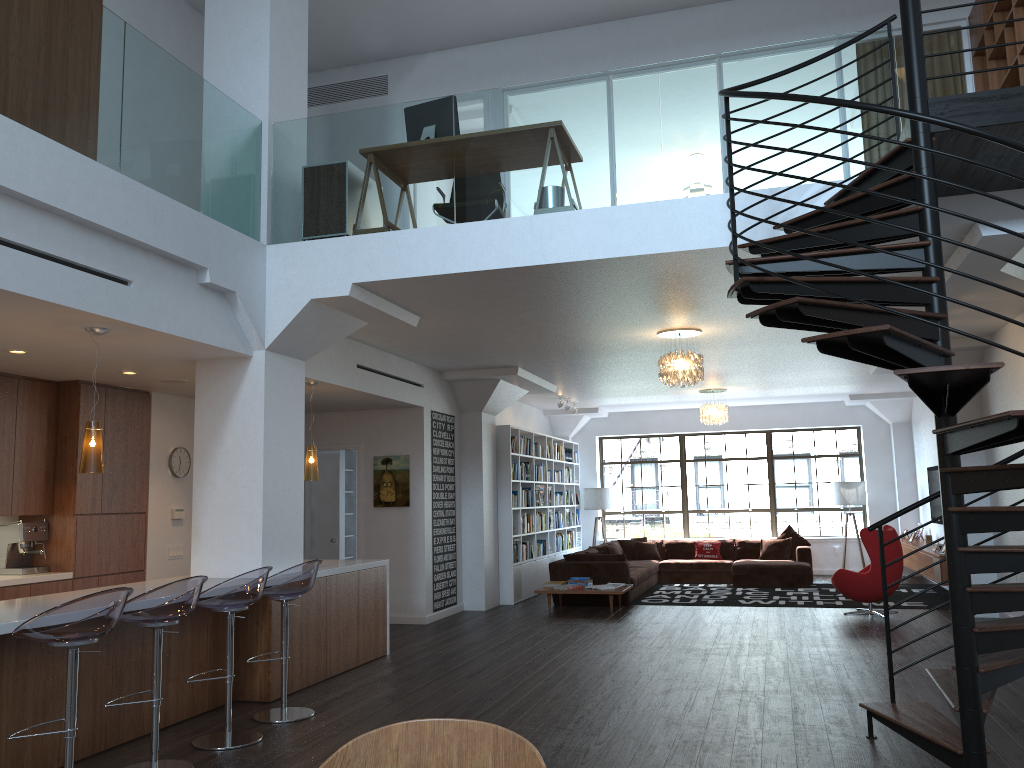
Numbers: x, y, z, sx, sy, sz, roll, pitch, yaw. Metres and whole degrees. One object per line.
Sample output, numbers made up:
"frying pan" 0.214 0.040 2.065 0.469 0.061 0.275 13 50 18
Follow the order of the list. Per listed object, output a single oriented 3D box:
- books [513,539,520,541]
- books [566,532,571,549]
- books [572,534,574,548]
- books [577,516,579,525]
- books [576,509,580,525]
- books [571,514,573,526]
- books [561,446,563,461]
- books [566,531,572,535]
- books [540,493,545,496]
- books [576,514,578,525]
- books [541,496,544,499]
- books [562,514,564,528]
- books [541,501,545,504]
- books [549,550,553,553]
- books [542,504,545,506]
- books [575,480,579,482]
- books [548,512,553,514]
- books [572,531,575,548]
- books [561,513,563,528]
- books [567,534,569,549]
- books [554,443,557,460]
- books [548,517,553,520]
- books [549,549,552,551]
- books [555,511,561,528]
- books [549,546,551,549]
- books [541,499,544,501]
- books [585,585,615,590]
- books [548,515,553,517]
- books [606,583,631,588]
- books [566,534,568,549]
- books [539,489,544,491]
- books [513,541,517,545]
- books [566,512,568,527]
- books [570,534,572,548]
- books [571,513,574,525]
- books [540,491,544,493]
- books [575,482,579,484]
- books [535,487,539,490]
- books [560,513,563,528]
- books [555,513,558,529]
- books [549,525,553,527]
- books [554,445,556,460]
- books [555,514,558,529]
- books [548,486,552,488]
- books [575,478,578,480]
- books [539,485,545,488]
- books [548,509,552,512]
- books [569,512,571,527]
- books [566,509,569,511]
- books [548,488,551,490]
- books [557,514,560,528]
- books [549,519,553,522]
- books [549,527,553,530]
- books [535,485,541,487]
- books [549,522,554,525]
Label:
"books" -0.027 2.149 12.223 0.223 0.027 0.161 -5 -8 25
"books" 0.920 2.729 15.475 0.198 0.284 0.066 -3 -8 16
"books" 1.002 2.777 15.706 0.171 0.246 0.057 -3 -8 16
"books" 1.119 2.471 16.151 0.161 0.213 0.146 -3 -8 16
"books" 1.148 2.443 16.252 0.176 0.290 0.053 -3 -8 16
"books" 0.989 2.416 15.704 0.161 0.221 0.035 -3 -8 15
"books" 0.778 1.203 15.238 0.183 0.253 0.034 -3 -8 16
"books" 0.981 2.734 15.574 0.140 0.298 0.044 -3 -8 16
"books" 0.400 1.728 13.874 0.183 0.042 0.253 -3 -8 16
"books" 1.110 2.463 16.101 0.161 0.213 0.118 -3 -8 16
"books" 0.395 1.771 13.875 0.168 0.045 0.231 -3 -8 11
"books" 0.790 2.323 15.024 0.161 0.222 0.084 -3 -8 16
"books" 0.404 1.852 13.851 0.160 0.039 0.251 -4 -8 21
"books" 0.489 2.682 14.164 0.284 0.035 0.197 -3 -8 16
"books" 0.408 1.891 13.848 0.171 0.039 0.246 -3 -8 16
"books" 1.050 1.770 16.176 0.284 0.033 0.197 -6 -9 31
"books" 0.543 2.072 14.262 0.208 0.024 0.144 -4 -8 21
"books" 1.022 2.765 15.788 0.176 0.290 0.053 -3 -8 16
"books" 0.762 2.300 14.957 0.170 0.251 0.118 -3 -8 16
"books" 0.879 2.719 15.274 0.183 0.253 0.037 -3 -8 16
"books" 0.664 1.140 14.883 0.176 0.290 0.053 -3 -8 16
"books" 0.524 2.160 14.256 0.253 0.040 0.183 -3 -8 16
"books" 0.488 2.648 14.169 0.284 0.033 0.197 -1 -8 1
"books" 0.698 2.257 14.768 0.197 0.290 0.136 -3 -8 16
"books" 0.484 2.616 14.177 0.254 0.032 0.174 -4 -8 21
"books" 0.378 1.814 13.859 0.180 0.042 0.259 -3 -8 16
"books" 1.094 2.528 11.034 0.231 0.040 0.342 4 -9 -34
"books" 0.531 2.126 14.265 0.223 0.032 0.161 -3 -8 16
"books" 1.339 2.561 11.319 0.256 0.035 0.350 -8 -10 41
"books" 0.865 2.715 15.241 0.183 0.253 0.036 -3 -8 16
"books" 0.387 1.668 13.917 0.223 0.027 0.161 -2 -8 6
"books" -0.027 2.188 12.241 0.174 0.045 0.240 -2 -8 6
"books" 0.867 2.341 15.297 0.174 0.251 0.051 -3 -8 16
"books" 0.950 2.754 15.528 0.189 0.247 0.057 -3 -8 16
"books" 1.006 2.417 15.791 0.168 0.228 0.139 -3 -8 16
"books" 0.395 1.694 13.886 0.161 0.033 0.223 -3 -8 16
"books" 1.051 1.804 16.172 0.197 0.035 0.284 6 -10 -43
"books" 0.302 1.591 13.510 0.174 0.045 0.240 -3 -8 15
"books" 0.750 2.297 14.905 0.174 0.242 0.105 -3 -8 16
"books" 0.662 2.255 14.620 0.182 0.255 0.077 -3 -8 16
"books" 0.521 2.280 14.239 0.251 0.037 0.160 -4 -8 21
"books" 0.644 1.152 14.800 0.171 0.246 0.057 -3 -8 16
"books" 0.657 2.256 14.579 0.174 0.243 0.085 -3 -8 16
"books" 0.503 1.662 14.225 0.224 0.030 0.161 -5 -8 26
"books" 1.050 1.737 16.175 0.174 0.032 0.254 5 -10 -38
"books" 0.409 1.606 13.905 0.129 0.043 0.185 -6 -9 30
"books" 0.537 2.039 14.261 0.185 0.041 0.129 -6 -9 30
"books" 0.944 2.377 15.579 0.183 0.253 0.042 -3 -8 16
"books" 0.854 2.176 15.338 0.224 0.030 0.161 -5 -8 26
"books" 0.501 1.690 14.214 0.223 0.031 0.161 -3 -8 16
"books" 0.685 2.262 14.661 0.182 0.253 0.098 -3 -8 16
"books" 0.531 2.201 14.257 0.231 0.044 0.168 -3 -8 11
"books" 0.523 2.317 14.231 0.246 0.038 0.171 -3 -8 16
"books" 0.302 1.551 13.492 0.223 0.027 0.161 -5 -8 25
"books" 0.523 2.246 14.269 0.259 0.040 0.180 -3 -8 16
